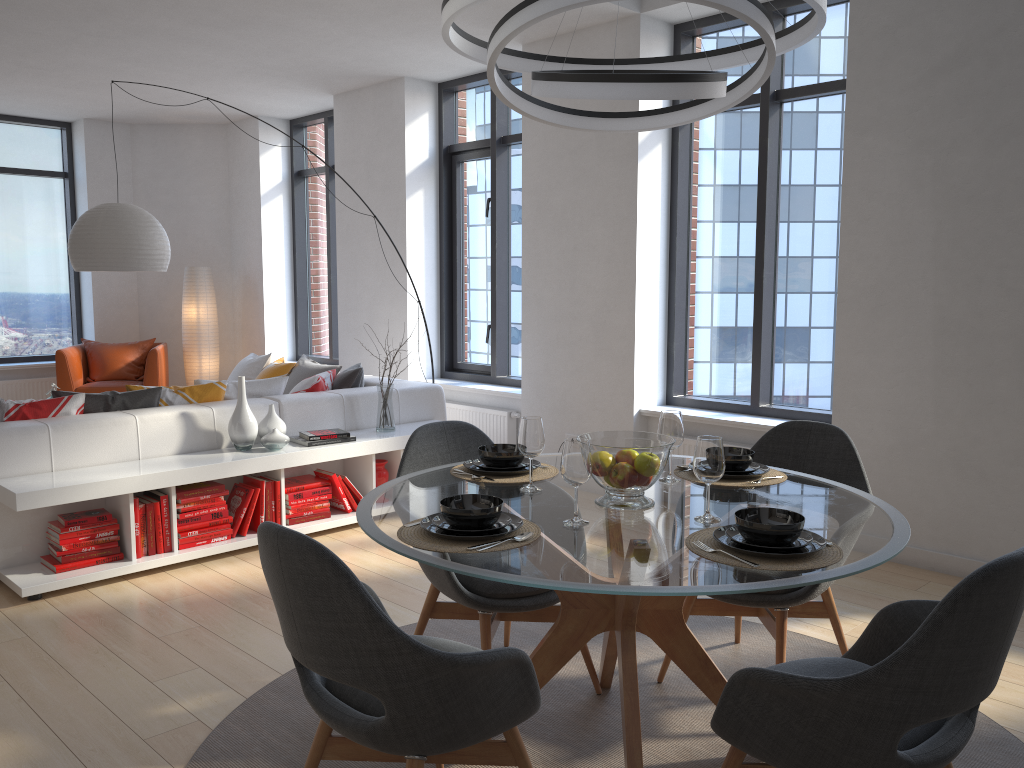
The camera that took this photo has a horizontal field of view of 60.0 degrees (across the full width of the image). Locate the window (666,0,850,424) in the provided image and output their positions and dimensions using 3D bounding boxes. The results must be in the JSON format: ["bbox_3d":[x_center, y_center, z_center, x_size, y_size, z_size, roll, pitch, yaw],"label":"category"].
[{"bbox_3d":[1.527,-1.009,5.281,0.170,2.402,1.310,-6,9,-44],"label":"window"}]

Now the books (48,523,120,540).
[{"bbox_3d":[-2.030,0.683,4.202,0.269,0.028,0.179,-6,9,-43],"label":"books"}]

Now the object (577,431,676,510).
[{"bbox_3d":[0.320,0.245,2.508,0.278,0.184,0.278,-5,8,-36],"label":"object"}]

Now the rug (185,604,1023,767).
[{"bbox_3d":[0.308,1.101,2.610,2.499,0.010,2.499,2,7,18],"label":"rug"}]

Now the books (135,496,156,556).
[{"bbox_3d":[-1.815,0.695,4.357,0.034,0.259,0.207,-6,9,-44],"label":"books"}]

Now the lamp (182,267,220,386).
[{"bbox_3d":[-2.918,-0.387,8.839,0.804,1.550,0.502,1,7,6],"label":"lamp"}]

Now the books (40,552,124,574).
[{"bbox_3d":[-2.037,0.825,4.203,0.301,0.032,0.227,-6,9,-44],"label":"books"}]

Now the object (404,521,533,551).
[{"bbox_3d":[-0.102,0.362,2.217,0.206,0.015,0.309,-5,8,-40],"label":"object"}]

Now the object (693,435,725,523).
[{"bbox_3d":[0.516,0.248,2.326,0.083,0.220,0.083,1,7,6],"label":"object"}]

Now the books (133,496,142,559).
[{"bbox_3d":[-1.861,0.684,4.305,0.036,0.294,0.208,-6,9,-44],"label":"books"}]

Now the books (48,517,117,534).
[{"bbox_3d":[-2.033,0.658,4.201,0.178,0.025,0.254,7,9,45],"label":"books"}]

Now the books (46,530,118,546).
[{"bbox_3d":[-2.044,0.710,4.215,0.261,0.028,0.191,-6,9,-44],"label":"books"}]

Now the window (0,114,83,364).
[{"bbox_3d":[-5.214,-1.383,8.487,1.960,2.402,0.170,-6,9,-44],"label":"window"}]

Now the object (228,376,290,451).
[{"bbox_3d":[-1.379,0.151,4.807,0.316,0.398,0.319,-2,7,-20],"label":"object"}]

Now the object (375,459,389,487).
[{"bbox_3d":[-0.799,0.588,5.306,0.125,0.258,0.125,3,7,23],"label":"object"}]

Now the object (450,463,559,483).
[{"bbox_3d":[-0.025,0.288,2.940,0.360,0.002,0.360,0,7,-2],"label":"object"}]

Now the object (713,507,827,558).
[{"bbox_3d":[0.606,0.347,2.090,0.258,0.074,0.258,-3,7,-25],"label":"object"}]

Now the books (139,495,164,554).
[{"bbox_3d":[-1.781,0.692,4.376,0.042,0.259,0.195,-6,9,-44],"label":"books"}]

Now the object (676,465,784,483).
[{"bbox_3d":[0.698,0.286,2.895,0.206,0.015,0.309,-5,8,-40],"label":"object"}]

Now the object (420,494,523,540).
[{"bbox_3d":[-0.101,0.331,2.223,0.258,0.074,0.258,3,7,26],"label":"object"}]

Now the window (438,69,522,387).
[{"bbox_3d":[-0.084,-1.196,6.911,0.170,2.402,1.310,-6,9,-44],"label":"window"}]

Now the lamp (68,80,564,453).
[{"bbox_3d":[-1.220,-0.606,5.929,3.199,2.647,0.710,-1,7,-8],"label":"lamp"}]

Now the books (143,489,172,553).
[{"bbox_3d":[-1.760,0.673,4.402,0.049,0.291,0.214,-6,9,-44],"label":"books"}]

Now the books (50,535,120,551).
[{"bbox_3d":[-2.029,0.736,4.209,0.257,0.025,0.182,-6,9,-44],"label":"books"}]

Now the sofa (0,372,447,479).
[{"bbox_3d":[-2.539,0.382,5.698,3.424,0.732,2.614,-6,9,-44],"label":"sofa"}]

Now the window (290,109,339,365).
[{"bbox_3d":[-1.695,-1.384,8.543,0.170,2.402,1.310,-6,9,-44],"label":"window"}]

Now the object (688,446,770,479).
[{"bbox_3d":[0.708,0.255,2.896,0.258,0.074,0.258,-3,7,-25],"label":"object"}]

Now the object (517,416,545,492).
[{"bbox_3d":[0.057,0.210,2.661,0.083,0.220,0.083,2,7,17],"label":"object"}]

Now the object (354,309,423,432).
[{"bbox_3d":[-0.711,-0.082,5.328,0.406,0.744,0.607,0,7,-4],"label":"object"}]

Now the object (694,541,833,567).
[{"bbox_3d":[0.598,0.375,2.110,0.309,0.015,0.206,-4,8,-35],"label":"object"}]

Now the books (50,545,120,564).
[{"bbox_3d":[-2.031,0.790,4.216,0.259,0.034,0.206,-6,9,-41],"label":"books"}]

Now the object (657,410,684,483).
[{"bbox_3d":[0.498,0.196,2.789,0.083,0.220,0.083,1,7,6],"label":"object"}]

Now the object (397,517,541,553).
[{"bbox_3d":[-0.107,0.369,2.222,0.360,0.002,0.360,2,7,20],"label":"object"}]

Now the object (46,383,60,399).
[{"bbox_3d":[-3.198,0.131,6.018,0.330,0.265,0.330,-2,7,-20],"label":"object"}]

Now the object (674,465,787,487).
[{"bbox_3d":[0.711,0.294,2.896,0.360,0.002,0.360,0,7,-2],"label":"object"}]

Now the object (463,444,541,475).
[{"bbox_3d":[-0.033,0.249,2.943,0.258,0.074,0.258,3,7,26],"label":"object"}]

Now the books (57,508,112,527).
[{"bbox_3d":[-2.022,0.632,4.196,0.206,0.029,0.152,-5,8,-38],"label":"books"}]

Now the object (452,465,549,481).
[{"bbox_3d":[-0.032,0.281,2.932,0.309,0.015,0.206,-5,8,-40],"label":"object"}]

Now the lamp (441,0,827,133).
[{"bbox_3d":[0.315,-2.960,2.145,1.000,4.513,1.000,-6,9,-42],"label":"lamp"}]

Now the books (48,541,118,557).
[{"bbox_3d":[-2.032,0.762,4.200,0.266,0.026,0.187,-5,8,-39],"label":"books"}]

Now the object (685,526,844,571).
[{"bbox_3d":[0.594,0.384,2.101,0.360,0.002,0.360,2,7,20],"label":"object"}]

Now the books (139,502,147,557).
[{"bbox_3d":[-1.839,0.698,4.333,0.031,0.255,0.181,-6,9,-44],"label":"books"}]

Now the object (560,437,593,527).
[{"bbox_3d":[0.166,0.252,2.291,0.083,0.220,0.083,-2,7,-16],"label":"object"}]
